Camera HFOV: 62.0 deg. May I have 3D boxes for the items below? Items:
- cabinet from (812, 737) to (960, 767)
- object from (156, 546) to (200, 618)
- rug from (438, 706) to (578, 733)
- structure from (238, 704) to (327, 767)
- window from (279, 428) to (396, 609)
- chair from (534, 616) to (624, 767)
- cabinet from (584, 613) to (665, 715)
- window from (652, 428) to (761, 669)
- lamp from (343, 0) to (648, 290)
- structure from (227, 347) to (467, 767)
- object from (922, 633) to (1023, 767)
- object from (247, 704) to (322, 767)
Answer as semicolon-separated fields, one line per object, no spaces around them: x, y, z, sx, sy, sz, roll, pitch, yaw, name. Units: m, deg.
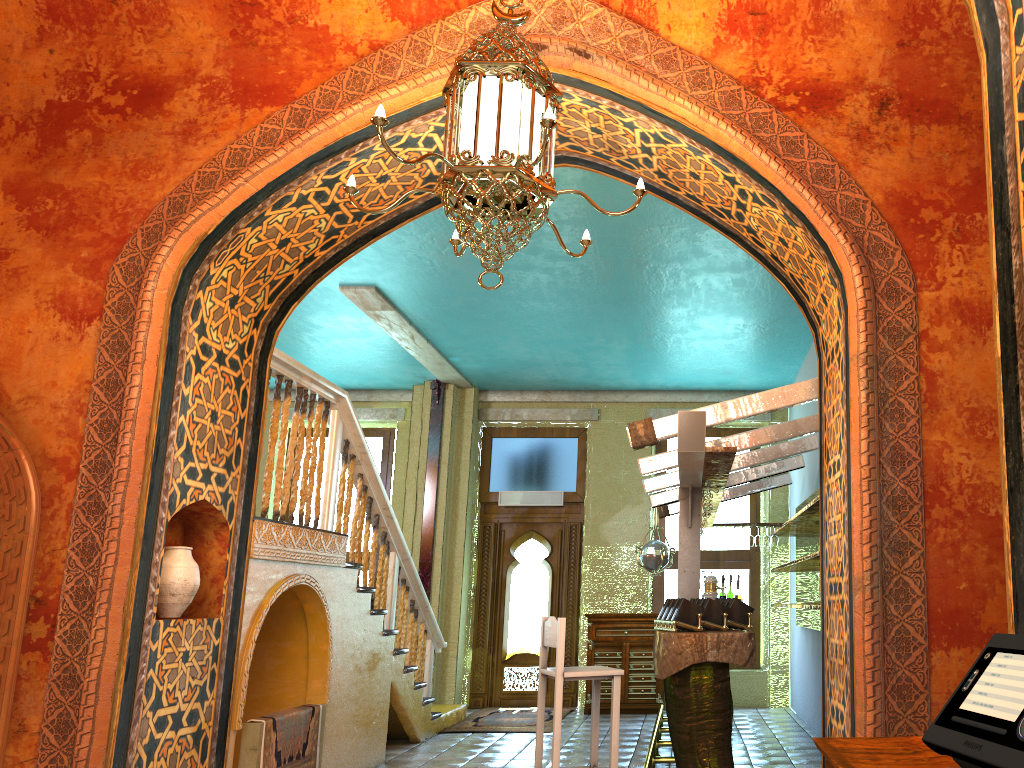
0.948;1.364;1.682;0.485;1.042;1.537;0;-13;10;cabinet
-1.867;1.094;4.704;0.234;0.380;0.273;-3;-13;22;object
0.021;4.171;10.642;1.295;0.038;2.465;-2;-15;8;rug
-1.556;2.596;5.794;0.107;0.681;1.042;0;-13;12;structure
-2.551;2.288;11.979;1.536;3.383;0.089;2;-11;-1;window
0.487;2.370;6.198;0.539;1.322;0.469;6;-12;-20;chair
1.532;3.736;11.391;1.115;1.289;0.624;1;-11;2;cabinet
2.786;2.302;12.147;1.536;3.383;0.089;2;-11;-1;window
-0.026;-1.540;3.751;1.282;2.340;1.147;1;-11;5;lamp
-1.955;1.987;8.069;1.767;3.109;6.046;0;-13;10;structure
1.010;0.672;1.714;0.259;0.314;0.453;2;-13;-1;object
-1.547;2.507;5.794;0.148;0.549;0.909;0;-13;11;object
